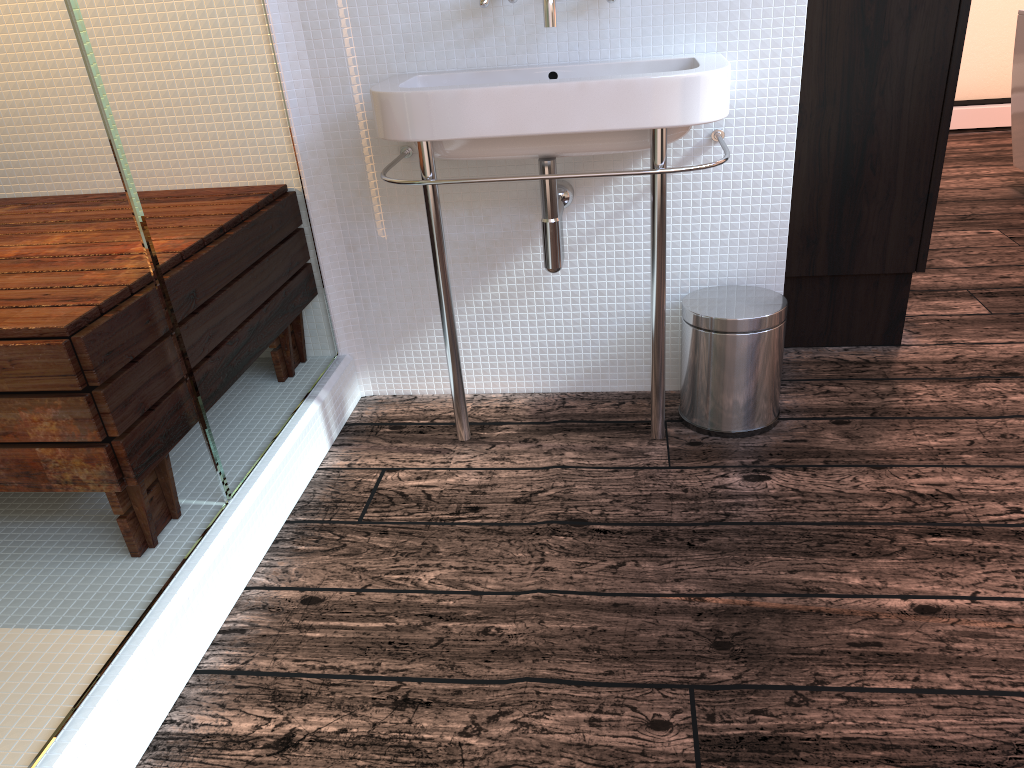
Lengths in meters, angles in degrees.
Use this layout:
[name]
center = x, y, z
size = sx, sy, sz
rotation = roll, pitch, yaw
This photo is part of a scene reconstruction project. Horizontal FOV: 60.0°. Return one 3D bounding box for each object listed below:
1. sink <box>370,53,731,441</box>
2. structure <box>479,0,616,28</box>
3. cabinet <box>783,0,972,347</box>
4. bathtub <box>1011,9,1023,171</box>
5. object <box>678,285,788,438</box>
[sink]
center = 0.096, -0.286, 1.817
size = 0.681, 0.798, 0.340
rotation = -1, 28, 8
[structure]
center = 0.082, -0.791, 1.597
size = 0.298, 0.124, 0.232
rotation = -1, 28, 8
[cabinet]
center = 0.926, -0.937, 2.877
size = 0.386, 0.938, 1.825
rotation = -1, 28, 8
[bathtub]
center = 2.270, -0.858, 2.688
size = 0.799, 0.705, 2.179
rotation = -1, 28, 8
[object]
center = 0.478, -0.057, 1.933
size = 0.222, 0.311, 0.220
rotation = -18, 31, -23
